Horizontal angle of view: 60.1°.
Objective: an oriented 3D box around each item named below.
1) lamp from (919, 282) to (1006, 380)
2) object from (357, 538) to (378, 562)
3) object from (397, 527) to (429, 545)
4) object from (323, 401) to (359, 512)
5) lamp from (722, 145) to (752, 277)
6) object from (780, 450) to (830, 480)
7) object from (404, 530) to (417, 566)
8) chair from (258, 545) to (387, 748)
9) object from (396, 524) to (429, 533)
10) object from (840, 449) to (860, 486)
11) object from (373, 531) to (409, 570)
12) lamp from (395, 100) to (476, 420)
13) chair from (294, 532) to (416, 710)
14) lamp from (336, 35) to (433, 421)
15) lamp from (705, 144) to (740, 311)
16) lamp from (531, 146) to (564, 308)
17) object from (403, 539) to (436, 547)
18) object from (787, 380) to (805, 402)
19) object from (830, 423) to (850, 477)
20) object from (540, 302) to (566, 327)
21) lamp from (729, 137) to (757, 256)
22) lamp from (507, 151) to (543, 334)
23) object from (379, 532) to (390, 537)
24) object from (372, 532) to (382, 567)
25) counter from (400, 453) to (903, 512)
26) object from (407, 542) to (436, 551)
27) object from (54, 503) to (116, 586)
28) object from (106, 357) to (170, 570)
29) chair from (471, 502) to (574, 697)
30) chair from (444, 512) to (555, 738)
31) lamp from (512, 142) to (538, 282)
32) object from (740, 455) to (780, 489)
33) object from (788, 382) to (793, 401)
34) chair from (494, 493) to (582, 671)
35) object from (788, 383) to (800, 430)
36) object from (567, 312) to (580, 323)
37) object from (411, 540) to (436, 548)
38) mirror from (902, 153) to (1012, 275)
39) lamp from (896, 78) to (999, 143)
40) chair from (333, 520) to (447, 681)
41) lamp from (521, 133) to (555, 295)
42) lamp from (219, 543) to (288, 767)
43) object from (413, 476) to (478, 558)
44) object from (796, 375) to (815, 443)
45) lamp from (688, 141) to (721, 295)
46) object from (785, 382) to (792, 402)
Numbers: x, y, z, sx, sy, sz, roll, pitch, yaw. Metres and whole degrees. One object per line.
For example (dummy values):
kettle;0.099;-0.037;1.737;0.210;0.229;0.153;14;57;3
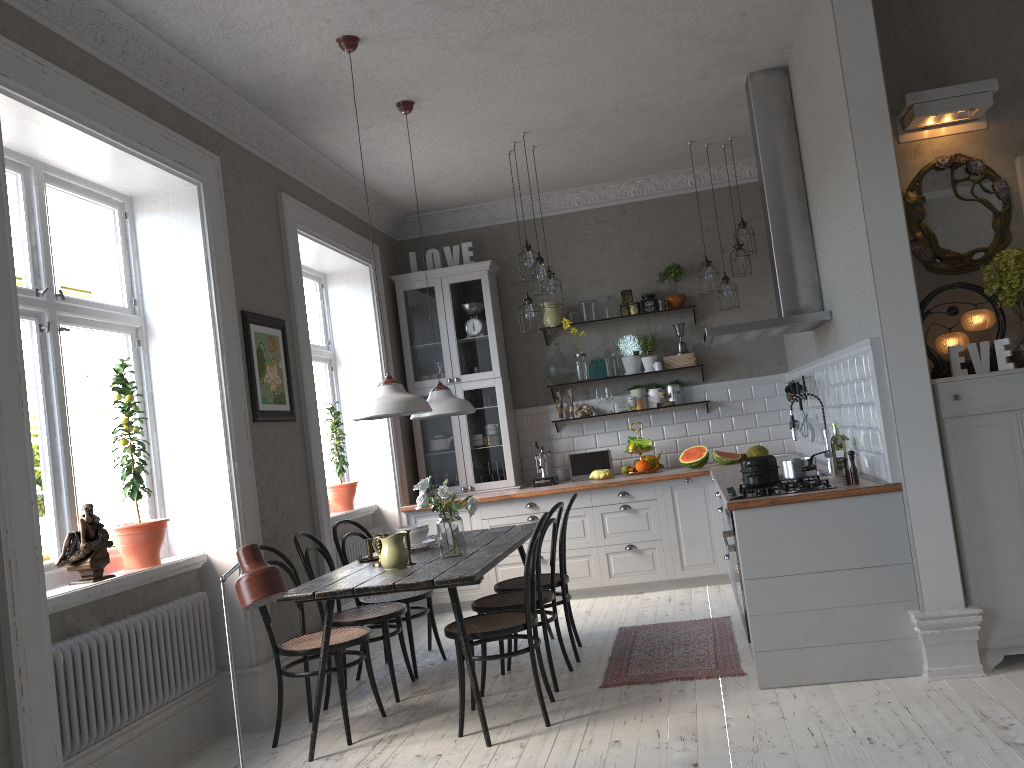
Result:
lamp;2.117;-0.201;4.173;0.444;0.558;0.174;-8;-3;16
object;-0.759;0.884;4.727;0.140;0.112;0.138;-7;-3;-8
object;-0.546;0.858;4.926;0.179;0.094;0.179;-7;-3;0
object;-1.295;0.535;6.581;0.255;0.813;0.265;-10;-4;37
lamp;1.652;-1.690;6.823;0.150;1.734;0.143;-5;-4;-39
object;1.506;0.403;4.469;0.297;0.134;0.178;-11;-5;44
object;-0.507;0.800;4.338;0.058;0.167;0.060;-9;-3;23
chair;-0.948;1.212;4.252;0.543;0.920;0.443;-8;-3;17
object;-0.549;0.838;4.928;0.179;0.094;0.179;-7;-3;0
object;1.577;0.388;4.142;0.072;0.166;0.036;-8;-3;9
object;-0.577;0.803;4.264;0.152;0.170;0.133;-5;-4;-29
lamp;-0.513;-0.731;5.157;0.375;1.858;0.384;-8;-3;17
chair;-0.846;1.232;4.801;0.547;0.920;0.440;-8;-3;7
lamp;-0.685;-0.763;4.273;0.387;1.858;0.371;-4;-4;-43
lamp;1.531;-1.425;6.724;0.148;1.734;0.145;-6;-3;-19
lamp;0.182;-1.404;6.263;0.147;1.734;0.146;-7;-3;-4
object;-0.541;0.894;4.925;0.233;0.027;0.242;-10;-4;32
object;2.002;0.047;6.237;0.106;0.161;0.139;-9;-4;27
object;1.733;0.344;4.661;0.089;0.282;0.082;-8;-3;10
object;0.353;-0.584;7.485;0.188;0.216;0.176;-9;-4;23
lamp;1.644;-1.828;6.656;0.149;1.734;0.145;-6;-3;-19
lamp;0.032;-1.223;6.283;0.149;1.734;0.144;-6;-3;-24
object;-0.621;0.816;4.390;0.061;0.172;0.063;-9;-4;31
object;-0.666;0.827;4.471;0.096;0.172;0.095;-7;-3;-9
counter;0.524;0.731;5.841;3.141;0.039;3.413;-8;-4;10
object;-0.539;0.911;4.924;0.233;0.027;0.241;-9;-4;27
object;-1.802;0.671;3.724;0.119;0.329;0.239;-8;-3;12
object;-1.771;0.358;4.129;0.276;0.991;0.264;-4;-4;-41
chair;0.054;1.105;4.631;0.543;0.920;0.443;-8;-3;17
chair;-0.044;1.085;4.103;0.547;0.920;0.440;-8;-3;7
lamp;0.024;-1.574;6.135;0.147;1.734;0.146;-7;-3;-4
object;1.199;0.424;4.283;0.192;0.147;0.191;-7;-3;-11
object;2.035;0.050;6.361;0.107;0.161;0.138;-8;-3;12
chair;0.165;1.119;5.107;0.547;0.920;0.440;-8;-3;7
object;2.129;0.170;6.739;0.076;0.378;0.083;-8;-3;10
object;0.526;-0.551;7.516;0.102;0.111;0.104;-8;-3;9
object;-0.540;0.902;4.924;0.241;0.027;0.234;-6;-4;-23
mirror;2.167;-0.834;4.320;0.529;0.593;0.071;-8;-3;8
lamp;2.094;-1.312;4.265;0.413;0.171;0.221;-8;-3;9
chair;-0.735;1.247;5.280;0.541;0.920;0.444;-9;-3;22
lamp;0.104;-1.464;5.957;0.149;1.734;0.144;-5;-4;-34
lamp;-0.535;0.752;1.828;0.141;0.839;0.246;-4;-5;-45
object;-0.320;0.657;4.437;0.310;0.414;0.253;-8;-3;8
object;1.926;0.169;5.868;0.080;0.443;0.331;-8;-3;11
lamp;1.365;-1.534;6.617;0.143;1.734;0.150;-10;-4;41
object;2.059;0.055;6.489;0.107;0.161;0.139;-9;-4;22
